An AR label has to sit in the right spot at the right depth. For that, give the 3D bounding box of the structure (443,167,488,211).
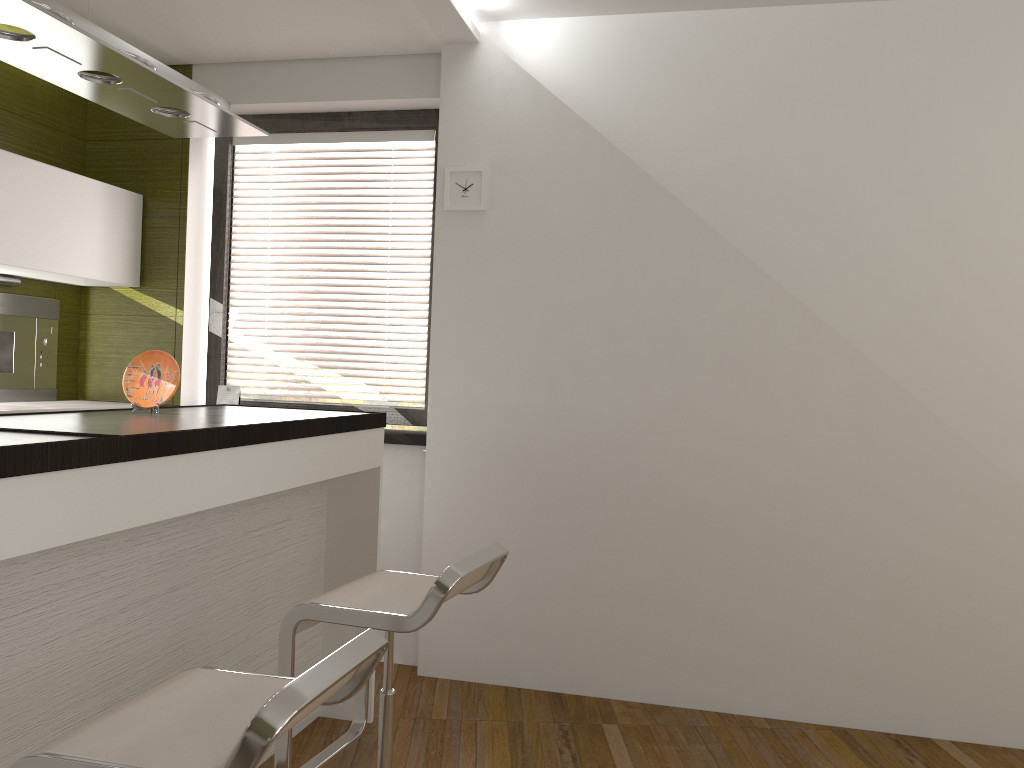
[{"bbox_3d":[-0.192,-0.812,3.694,0.180,0.180,0.026,2,1,13],"label":"structure"}]

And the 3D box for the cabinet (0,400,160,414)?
[{"bbox_3d":[-2.227,0.631,2.769,0.465,1.086,2.940,2,1,13],"label":"cabinet"}]

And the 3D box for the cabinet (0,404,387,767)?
[{"bbox_3d":[-1.138,0.659,1.891,0.663,1.134,2.947,2,1,13],"label":"cabinet"}]

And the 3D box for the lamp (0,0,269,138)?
[{"bbox_3d":[-1.072,-1.097,1.910,0.326,0.683,1.677,2,1,13],"label":"lamp"}]

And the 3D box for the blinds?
[{"bbox_3d":[-2.906,-3.185,7.686,16.000,12.704,9.030,2,1,-37],"label":"blinds"}]

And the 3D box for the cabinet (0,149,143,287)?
[{"bbox_3d":[-2.386,0.125,2.533,0.724,2.089,3.471,2,1,13],"label":"cabinet"}]

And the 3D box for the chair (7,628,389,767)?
[{"bbox_3d":[-0.485,0.829,1.389,0.460,0.857,0.418,2,1,13],"label":"chair"}]

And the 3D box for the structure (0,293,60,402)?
[{"bbox_3d":[-2.180,-0.153,3.785,0.015,0.469,0.663,2,1,13],"label":"structure"}]

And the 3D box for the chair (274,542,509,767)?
[{"bbox_3d":[-0.294,0.828,2.214,0.460,0.857,0.418,3,1,18],"label":"chair"}]

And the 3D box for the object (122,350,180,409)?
[{"bbox_3d":[-1.097,-0.015,2.698,0.184,0.178,0.055,2,1,9],"label":"object"}]

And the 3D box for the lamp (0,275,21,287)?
[{"bbox_3d":[-2.201,-0.439,3.492,0.095,0.041,0.716,2,1,13],"label":"lamp"}]

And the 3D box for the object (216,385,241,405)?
[{"bbox_3d":[-1.311,0.093,4.102,0.106,0.169,0.057,2,1,8],"label":"object"}]

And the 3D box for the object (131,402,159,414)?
[{"bbox_3d":[-1.098,0.023,2.698,0.088,0.131,0.072,2,1,8],"label":"object"}]
